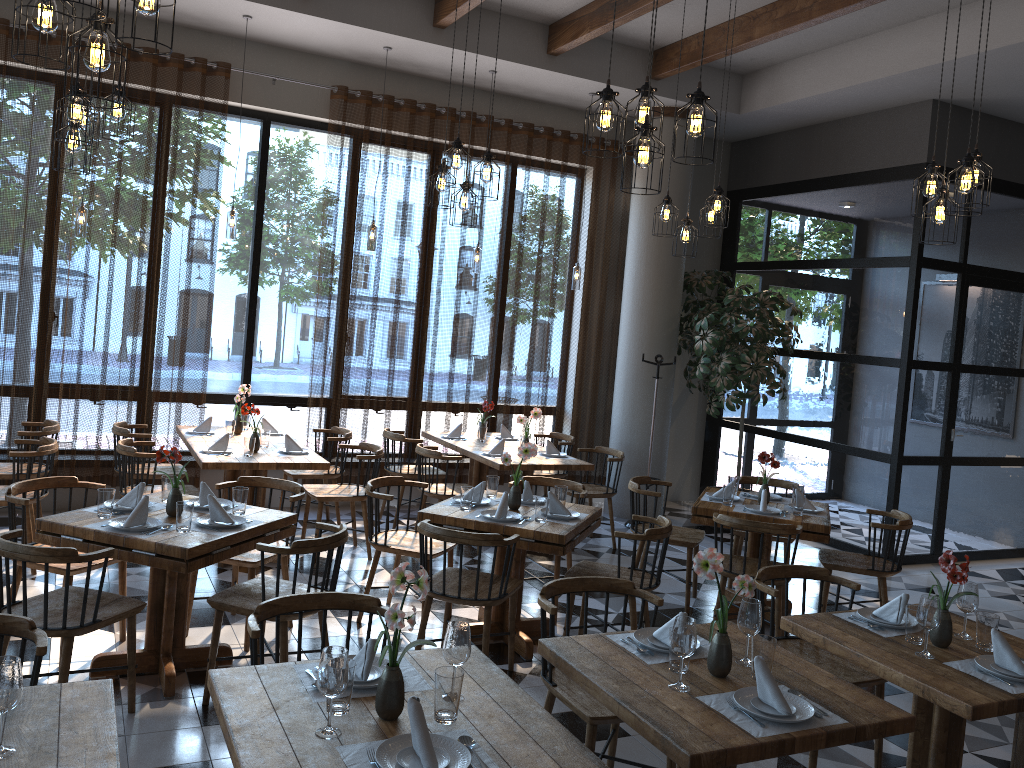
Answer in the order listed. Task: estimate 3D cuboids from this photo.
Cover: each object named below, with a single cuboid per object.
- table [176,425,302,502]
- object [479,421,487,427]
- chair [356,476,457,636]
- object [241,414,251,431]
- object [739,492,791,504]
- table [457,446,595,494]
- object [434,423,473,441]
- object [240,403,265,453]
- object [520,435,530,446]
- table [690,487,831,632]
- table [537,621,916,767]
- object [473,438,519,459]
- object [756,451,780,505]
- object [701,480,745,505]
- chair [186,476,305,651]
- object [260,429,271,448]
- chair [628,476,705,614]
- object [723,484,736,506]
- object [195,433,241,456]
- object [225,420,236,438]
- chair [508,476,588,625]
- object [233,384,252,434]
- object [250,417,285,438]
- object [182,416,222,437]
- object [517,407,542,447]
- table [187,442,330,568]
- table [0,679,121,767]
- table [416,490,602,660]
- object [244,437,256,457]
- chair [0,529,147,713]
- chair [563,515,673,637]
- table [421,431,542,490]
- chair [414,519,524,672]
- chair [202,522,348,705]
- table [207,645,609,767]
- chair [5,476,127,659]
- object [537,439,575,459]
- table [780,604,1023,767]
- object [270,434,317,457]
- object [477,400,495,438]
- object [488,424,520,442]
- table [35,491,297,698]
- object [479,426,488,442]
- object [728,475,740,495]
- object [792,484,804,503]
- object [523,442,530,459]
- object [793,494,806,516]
[{"bbox_3d":[-2.237,0.782,7.130,0.849,0.763,0.852,3,3,-26],"label":"table"},{"bbox_3d":[-0.276,0.417,8.319,0.080,0.132,0.080,4,2,-11],"label":"object"},{"bbox_3d":[-0.631,1.015,5.366,0.550,0.816,0.519,6,2,19],"label":"chair"},{"bbox_3d":[-2.217,0.318,7.358,0.080,0.132,0.080,5,2,9],"label":"object"},{"bbox_3d":[1.788,0.736,6.240,0.352,0.137,0.272,6,4,19],"label":"object"},{"bbox_3d":[0.067,0.966,7.317,0.849,0.763,0.852,3,3,-26],"label":"table"},{"bbox_3d":[-0.516,0.418,7.968,0.271,0.137,0.353,3,4,-26],"label":"object"},{"bbox_3d":[-1.863,0.309,6.314,0.156,0.355,0.171,7,3,42],"label":"object"},{"bbox_3d":[0.105,0.504,7.540,0.080,0.132,0.080,3,3,-41],"label":"object"},{"bbox_3d":[1.664,1.194,5.992,0.865,0.763,0.864,6,3,19],"label":"table"},{"bbox_3d":[0.624,1.322,2.880,0.849,0.763,0.852,3,3,-26],"label":"table"},{"bbox_3d":[-0.126,0.507,7.171,0.271,0.137,0.353,3,4,-26],"label":"object"},{"bbox_3d":[1.733,0.637,6.011,0.156,0.355,0.171,6,2,21],"label":"object"},{"bbox_3d":[1.453,0.719,6.067,0.272,0.137,0.352,6,4,19],"label":"object"},{"bbox_3d":[-1.479,0.972,4.946,0.520,0.816,0.550,6,2,19],"label":"chair"},{"bbox_3d":[-1.836,0.405,6.580,0.080,0.132,0.080,3,3,-41],"label":"object"},{"bbox_3d":[1.060,1.101,6.203,0.550,0.816,0.519,6,2,19],"label":"chair"},{"bbox_3d":[1.427,0.735,5.841,0.080,0.132,0.080,4,2,-11],"label":"object"},{"bbox_3d":[-2.059,0.409,6.214,0.271,0.137,0.353,3,4,-26],"label":"object"},{"bbox_3d":[-2.203,0.349,6.923,0.080,0.132,0.080,5,2,9],"label":"object"},{"bbox_3d":[0.184,1.057,5.769,0.520,0.816,0.550,6,2,19],"label":"chair"},{"bbox_3d":[-2.170,0.203,7.134,0.146,0.399,0.207,4,2,-23],"label":"object"},{"bbox_3d":[-1.976,0.344,7.252,0.271,0.137,0.353,3,4,-26],"label":"object"},{"bbox_3d":[-2.450,0.320,7.010,0.271,0.137,0.353,3,4,-26],"label":"object"},{"bbox_3d":[0.134,0.390,7.284,0.206,0.399,0.147,4,2,-34],"label":"object"},{"bbox_3d":[-1.861,0.867,6.363,0.849,0.763,0.852,3,3,-26],"label":"table"},{"bbox_3d":[-1.337,1.222,1.909,0.849,0.763,0.852,3,3,-26],"label":"table"},{"bbox_3d":[-0.017,1.109,5.160,0.865,0.763,0.864,6,3,19],"label":"table"},{"bbox_3d":[-1.822,0.436,6.145,0.080,0.132,0.080,3,3,-41],"label":"object"},{"bbox_3d":[-1.894,1.021,3.725,0.520,0.816,0.550,6,2,19],"label":"chair"},{"bbox_3d":[0.584,1.148,4.952,0.550,0.816,0.519,6,2,19],"label":"chair"},{"bbox_3d":[-0.309,0.880,8.084,0.849,0.763,0.852,3,3,-26],"label":"table"},{"bbox_3d":[-0.231,1.106,4.549,0.520,0.816,0.550,6,2,19],"label":"chair"},{"bbox_3d":[-1.079,1.063,4.129,0.550,0.816,0.519,6,2,19],"label":"chair"},{"bbox_3d":[-0.350,1.272,2.398,0.849,0.763,0.852,3,3,-26],"label":"table"},{"bbox_3d":[-2.294,0.930,4.542,0.550,0.816,0.519,6,2,19],"label":"chair"},{"bbox_3d":[0.348,0.531,7.413,0.271,0.137,0.353,3,4,-26],"label":"object"},{"bbox_3d":[1.611,1.373,3.369,0.849,0.763,0.852,3,3,-26],"label":"table"},{"bbox_3d":[-1.585,0.432,6.455,0.271,0.137,0.353,3,4,-26],"label":"object"},{"bbox_3d":[-0.235,0.324,8.094,0.156,0.355,0.171,6,3,40],"label":"object"},{"bbox_3d":[-0.042,0.442,8.209,0.271,0.137,0.353,3,4,-26],"label":"object"},{"bbox_3d":[-1.680,1.024,4.337,0.865,0.763,0.864,6,3,19],"label":"table"},{"bbox_3d":[-0.262,0.448,7.884,0.080,0.132,0.080,4,2,-11],"label":"object"},{"bbox_3d":[1.563,0.717,6.262,0.080,0.132,0.080,7,3,39],"label":"object"},{"bbox_3d":[1.974,0.762,6.124,0.080,0.132,0.080,5,2,-1],"label":"object"},{"bbox_3d":[0.119,0.535,7.106,0.080,0.132,0.080,3,3,-41],"label":"object"},{"bbox_3d":[1.847,0.780,5.712,0.080,0.132,0.080,5,2,-1],"label":"object"}]
